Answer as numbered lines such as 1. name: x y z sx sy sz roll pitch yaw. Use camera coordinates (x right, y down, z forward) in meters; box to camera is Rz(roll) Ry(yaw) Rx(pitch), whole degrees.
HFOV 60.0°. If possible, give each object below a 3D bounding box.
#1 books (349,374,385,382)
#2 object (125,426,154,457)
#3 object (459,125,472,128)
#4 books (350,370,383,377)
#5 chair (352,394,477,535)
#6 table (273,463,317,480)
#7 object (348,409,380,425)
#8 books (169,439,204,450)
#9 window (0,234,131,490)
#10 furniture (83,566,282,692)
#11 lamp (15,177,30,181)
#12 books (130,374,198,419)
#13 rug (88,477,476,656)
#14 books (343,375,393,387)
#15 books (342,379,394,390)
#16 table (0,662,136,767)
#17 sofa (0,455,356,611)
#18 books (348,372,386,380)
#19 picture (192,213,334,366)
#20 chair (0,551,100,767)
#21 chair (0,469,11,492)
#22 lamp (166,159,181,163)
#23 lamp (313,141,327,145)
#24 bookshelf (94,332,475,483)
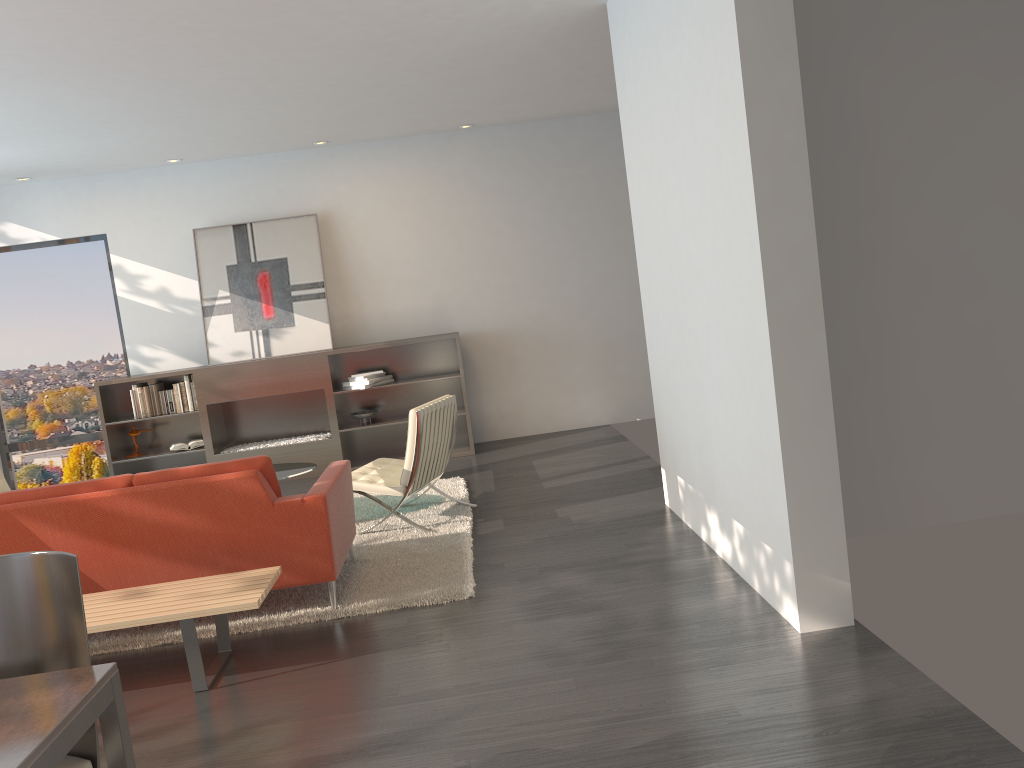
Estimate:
1. books: -1.392 -0.060 8.523 0.210 0.020 0.300 -5 6 26
2. object: -3.575 0.538 8.469 0.245 0.290 0.202 -6 6 17
3. object: -0.453 -2.518 8.673 0.129 0.010 0.129 -2 8 42
4. books: -1.397 -0.100 8.519 0.300 0.020 0.210 -9 6 -13
5. chair: -0.730 0.543 6.003 0.707 0.816 0.700 -6 6 17
6. table: -2.316 0.934 6.129 1.999 0.463 0.948 -8 6 -2
7. object: -1.418 0.331 8.553 0.308 0.116 0.309 -4 7 31
8. books: -3.090 0.586 8.471 0.336 0.064 0.234 -10 6 -23
9. window: -4.572 -0.500 8.838 1.410 3.337 0.065 -8 5 -3
10. furniture: -2.027 1.179 3.843 2.006 0.357 0.493 -8 6 -3
11. lamp: -4.629 -1.938 8.389 0.129 0.010 0.129 -2 8 42
12. books: -3.247 0.105 8.401 0.592 0.339 0.324 -8 5 -3
13. rug: -2.160 1.176 5.789 3.772 0.043 2.986 -8 6 -3
14. books: -1.388 -0.032 8.526 0.314 0.038 0.399 -5 6 26
15. books: -1.383 0.005 8.529 0.314 0.038 0.399 -3 7 36
16. table: -1.929 1.247 1.537 2.151 0.764 1.172 -8 6 -3
17. sofa: -2.177 0.866 4.660 2.597 0.852 1.039 -8 6 -3
18. books: -1.394 -0.080 8.521 0.210 0.020 0.300 -3 7 37
19. picture: -2.420 -0.921 8.615 1.208 1.337 0.269 -8 5 -3
20. chair: -1.232 0.948 2.046 0.548 0.967 0.615 -8 5 -3
21. chair: -3.734 0.893 6.468 0.707 0.816 0.700 -7 5 7
22. lamp: -3.230 -2.130 8.463 0.129 0.010 0.129 -2 8 42
23. lamp: -1.847 -2.320 8.536 0.129 0.010 0.129 -2 8 42
24. bookshelf: -2.118 0.304 8.587 3.387 1.162 0.570 -8 5 -3
